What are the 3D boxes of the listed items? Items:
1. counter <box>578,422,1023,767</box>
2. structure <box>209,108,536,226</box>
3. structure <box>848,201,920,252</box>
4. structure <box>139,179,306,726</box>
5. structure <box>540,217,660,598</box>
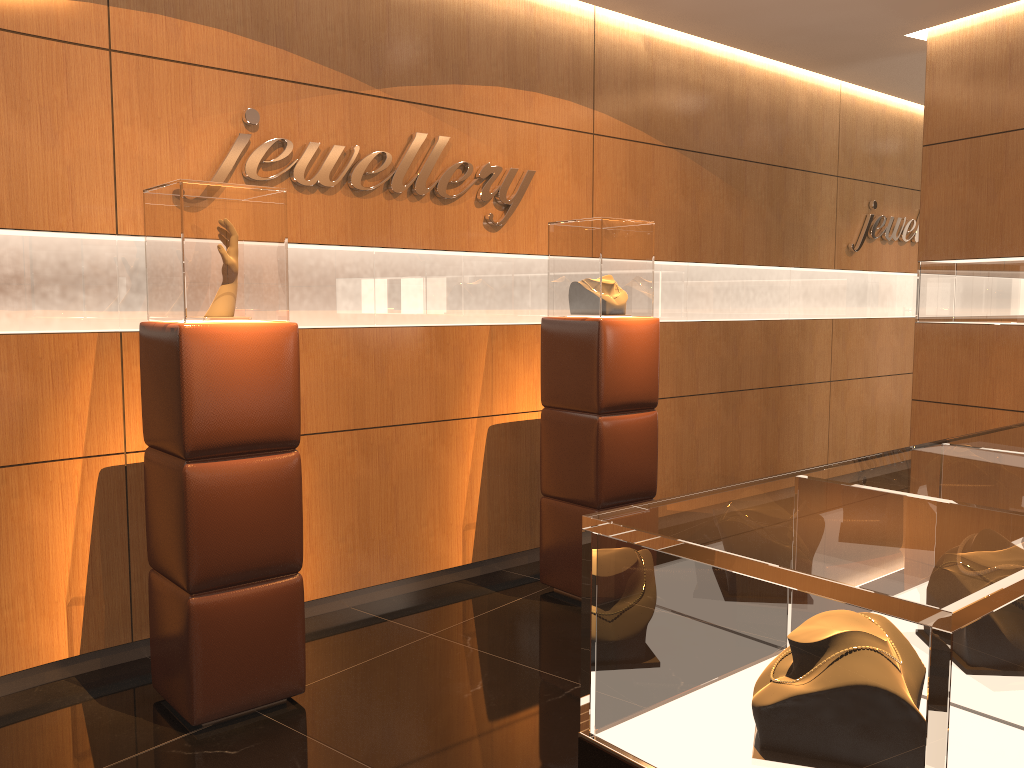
[{"bbox_3d":[1.266,0.751,2.085,2.514,1.173,0.615,-4,7,-40],"label":"counter"},{"bbox_3d":[-0.657,-1.060,4.443,2.050,0.442,0.034,-4,7,-40],"label":"structure"},{"bbox_3d":[3.579,-1.372,7.959,2.050,0.442,0.034,-4,7,-40],"label":"structure"},{"bbox_3d":[-1.128,0.257,3.453,0.484,2.000,0.498,-4,7,-40],"label":"structure"},{"bbox_3d":[0.471,0.123,4.781,0.484,1.968,0.498,-4,7,-40],"label":"structure"}]
